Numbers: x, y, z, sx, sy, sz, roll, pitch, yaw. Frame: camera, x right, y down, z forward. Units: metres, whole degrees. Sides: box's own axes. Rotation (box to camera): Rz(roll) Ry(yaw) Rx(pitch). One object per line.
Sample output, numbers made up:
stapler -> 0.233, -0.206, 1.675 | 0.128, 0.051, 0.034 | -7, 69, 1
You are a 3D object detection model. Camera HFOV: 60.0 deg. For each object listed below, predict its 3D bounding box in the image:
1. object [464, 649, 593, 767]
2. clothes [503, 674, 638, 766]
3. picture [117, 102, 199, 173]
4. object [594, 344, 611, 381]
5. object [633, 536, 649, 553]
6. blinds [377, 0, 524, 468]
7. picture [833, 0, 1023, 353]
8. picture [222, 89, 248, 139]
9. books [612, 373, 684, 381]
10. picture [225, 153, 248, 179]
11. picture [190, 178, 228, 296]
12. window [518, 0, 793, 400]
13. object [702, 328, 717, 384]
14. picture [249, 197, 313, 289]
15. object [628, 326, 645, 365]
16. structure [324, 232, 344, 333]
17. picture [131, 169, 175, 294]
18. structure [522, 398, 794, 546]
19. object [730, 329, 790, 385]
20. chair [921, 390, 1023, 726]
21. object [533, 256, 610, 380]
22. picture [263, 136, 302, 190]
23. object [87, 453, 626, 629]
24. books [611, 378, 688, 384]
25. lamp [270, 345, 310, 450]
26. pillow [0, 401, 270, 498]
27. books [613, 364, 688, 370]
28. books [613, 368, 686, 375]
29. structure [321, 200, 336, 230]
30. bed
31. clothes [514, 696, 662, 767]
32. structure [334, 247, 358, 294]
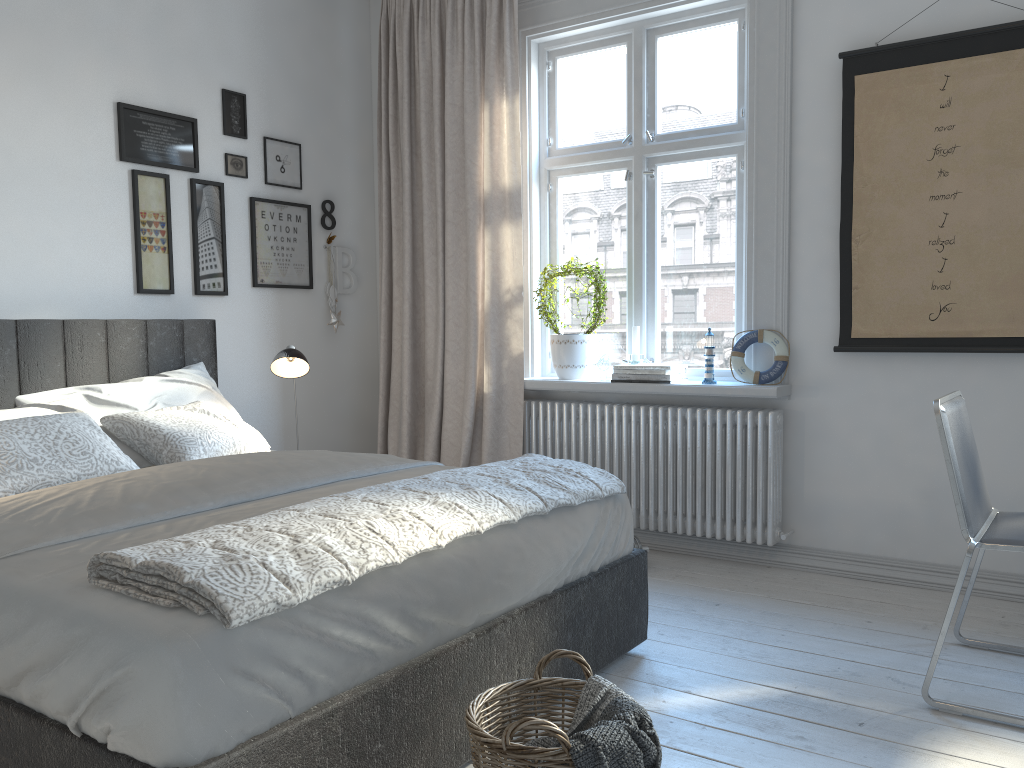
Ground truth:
object -> 0.074, 0.722, 1.648 | 0.319, 0.351, 0.319 | -3, 5, -24
clothes -> 0.108, 0.731, 1.660 | 0.283, 0.289, 0.234 | -2, 5, -16
picture -> -1.476, -1.027, 3.716 | 0.020, 0.232, 0.365 | 3, 5, 34
object -> 0.411, -0.099, 4.039 | 0.059, 0.165, 0.196 | -1, 4, -6
object -> 0.417, 0.700, 3.657 | 0.328, 0.129, 0.129 | -2, 4, -21
blinds -> -0.337, -0.595, 4.216 | 0.831, 2.651, 0.224 | 2, 6, 34
picture -> 1.582, -0.770, 3.198 | 0.792, 1.315, 0.057 | 2, 6, 34
picture -> -1.259, -1.224, 4.027 | 0.011, 0.202, 0.128 | 3, 6, 34
books -> 0.601, -0.035, 3.909 | 0.262, 0.025, 0.207 | 1, 4, 27
picture -> -1.256, -0.995, 4.045 | 0.010, 0.098, 0.119 | 3, 5, 34
picture -> -1.343, -0.647, 3.935 | 0.020, 0.505, 0.165 | 3, 6, 34
window -> -1.187, -1.199, 7.203 | 7.976, 7.020, 11.953 | 2, 5, 34
object -> 0.826, -0.119, 3.710 | 0.060, 0.235, 0.059 | -2, 5, -13
picture -> -1.107, -0.671, 4.279 | 0.021, 0.415, 0.364 | 3, 5, 34
object -> 0.550, -0.173, 3.930 | 0.074, 0.173, 0.074 | -2, 5, -11
structure -> -0.918, -0.515, 4.520 | 0.078, 0.515, 0.134 | 1, 5, 22
picture -> -1.499, -0.630, 3.707 | 0.020, 0.505, 0.165 | 3, 6, 34
structure -> 0.512, 0.357, 4.010 | 1.505, 0.548, 0.195 | 2, 5, 34
object -> 1.007, -0.109, 3.606 | 0.236, 0.228, 0.079 | 1, 5, 20
chair -> 1.428, 0.433, 2.357 | 0.524, 0.799, 0.561 | 2, 5, 34
object -> 0.281, -0.310, 4.153 | 0.385, 0.575, 0.216 | 0, 5, 15
picture -> -1.101, -1.060, 4.268 | 0.010, 0.221, 0.225 | 3, 5, 34
object -> -0.226, 0.305, 2.120 | 0.405, 0.104, 1.458 | 2, 5, 34
books -> 0.605, -0.016, 3.893 | 0.272, 0.013, 0.219 | 1, 4, 31
lamp -> -0.925, 0.289, 3.980 | 0.450, 0.938, 0.799 | 1, 5, 17
pillow -> -1.255, 0.196, 2.863 | 0.415, 0.226, 1.145 | 1, 4, 27
books -> 0.608, -0.077, 3.892 | 0.269, 0.015, 0.203 | 2, 4, 31
books -> 0.604, -0.058, 3.897 | 0.253, 0.022, 0.207 | 2, 5, 35
structure -> -0.935, -0.860, 4.512 | 0.014, 0.151, 0.096 | 3, 6, 34
bed -> -0.917, 0.320, 2.605 | 2.175, 1.048, 1.886 | 2, 5, 34
clothes -> 0.121, 0.720, 1.614 | 0.297, 0.270, 0.245 | 2, 5, 35
structure -> -0.866, -0.591, 4.637 | 0.024, 0.239, 0.146 | 3, 6, 34
